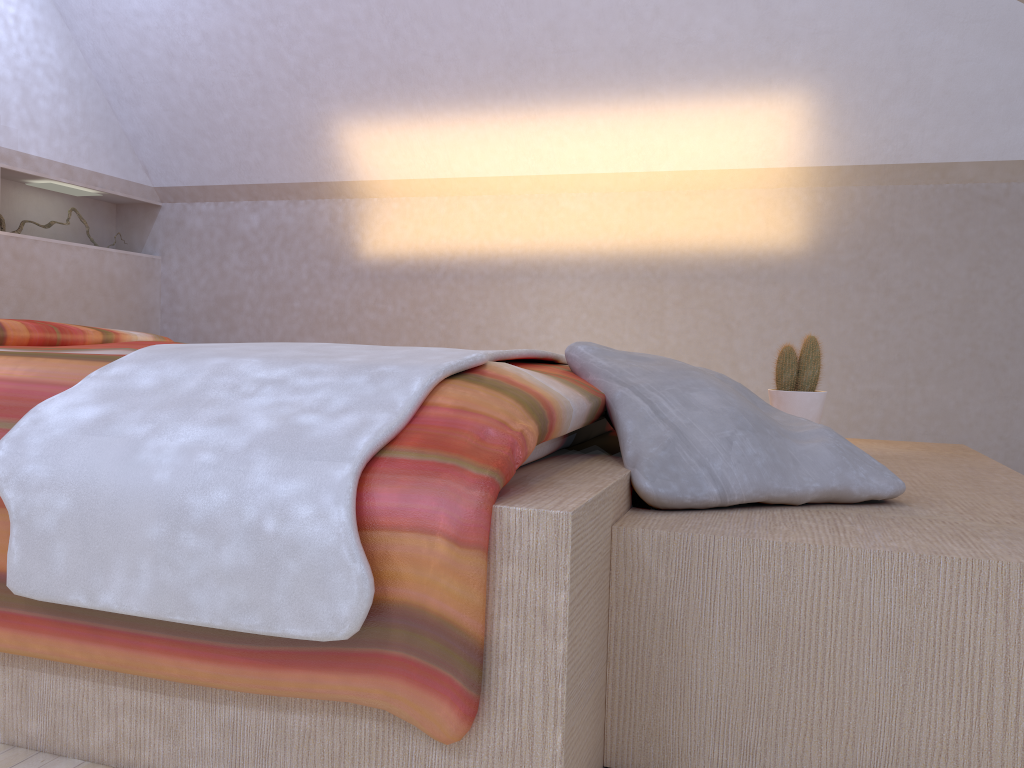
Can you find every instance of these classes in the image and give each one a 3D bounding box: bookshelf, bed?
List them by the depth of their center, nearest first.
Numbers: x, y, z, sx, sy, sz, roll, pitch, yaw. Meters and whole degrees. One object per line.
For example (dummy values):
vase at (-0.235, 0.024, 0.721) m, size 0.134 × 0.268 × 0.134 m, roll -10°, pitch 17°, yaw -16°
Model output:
bookshelf at (0.650, 0.318, 1.718) m, size 0.643 × 0.303 × 1.495 m, roll 2°, pitch 2°, yaw 17°
bed at (-1.079, -0.098, 2.256) m, size 3.009 × 0.994 × 2.087 m, roll 2°, pitch 2°, yaw 17°

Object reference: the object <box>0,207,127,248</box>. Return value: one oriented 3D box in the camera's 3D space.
object at (-2.154, -0.764, 4.301) m, size 0.085 × 0.193 × 0.905 m, roll 2°, pitch 2°, yaw 18°

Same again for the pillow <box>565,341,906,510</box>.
pillow at (0.324, 0.054, 1.479) m, size 0.470 × 0.241 × 0.498 m, roll 1°, pitch 2°, yaw -18°

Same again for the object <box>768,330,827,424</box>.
object at (0.723, 0.009, 2.245) m, size 0.144 × 0.294 × 0.144 m, roll 4°, pitch 3°, yaw 43°
